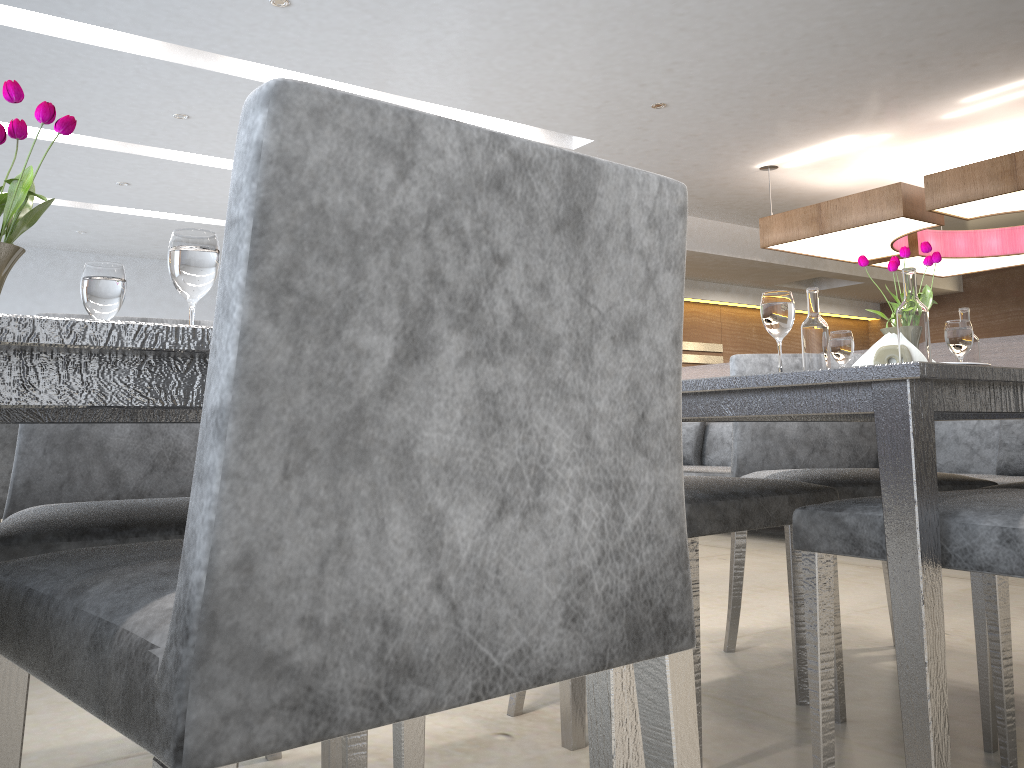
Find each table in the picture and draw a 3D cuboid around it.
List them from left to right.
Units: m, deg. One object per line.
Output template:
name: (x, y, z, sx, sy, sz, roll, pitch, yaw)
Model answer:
table: (-0.535, 0.293, 0.847, 1.186, 0.640, 0.772, 2, -6, -34)
table: (0.753, 0.325, 1.648, 1.186, 0.640, 0.772, 2, -6, -34)

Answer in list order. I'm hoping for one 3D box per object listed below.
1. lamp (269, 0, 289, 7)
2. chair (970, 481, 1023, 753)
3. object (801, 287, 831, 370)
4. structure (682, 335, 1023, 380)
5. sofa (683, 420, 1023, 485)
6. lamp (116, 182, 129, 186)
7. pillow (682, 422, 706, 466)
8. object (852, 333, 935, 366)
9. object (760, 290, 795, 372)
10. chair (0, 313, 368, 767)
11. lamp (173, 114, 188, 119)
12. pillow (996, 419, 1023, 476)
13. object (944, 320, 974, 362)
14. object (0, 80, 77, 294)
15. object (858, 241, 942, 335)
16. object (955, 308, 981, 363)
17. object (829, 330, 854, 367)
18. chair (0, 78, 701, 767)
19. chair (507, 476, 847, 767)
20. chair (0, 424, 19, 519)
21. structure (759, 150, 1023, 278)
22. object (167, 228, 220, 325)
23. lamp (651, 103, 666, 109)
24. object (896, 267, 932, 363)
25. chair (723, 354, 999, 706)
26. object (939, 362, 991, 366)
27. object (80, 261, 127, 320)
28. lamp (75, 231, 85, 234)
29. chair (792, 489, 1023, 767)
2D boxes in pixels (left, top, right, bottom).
lamp: (-1.050, -1.722, 3.989, 0.089, 0.007, 0.088, -1, -3, 11)
chair: (1.142, 0.252, 1.551, 0.475, 0.770, 0.489, 5, -8, -39)
object: (0.594, -0.089, 1.732, 0.052, 0.203, 0.051, -2, -7, 8)
structure: (2.011, 0.320, 5.107, 0.223, 1.017, 3.751, 5, -6, -34)
sofa: (1.586, 0.500, 4.784, 0.833, 0.634, 3.776, 3, -5, -35)
lamp: (-3.000, -1.540, 6.805, 0.089, 0.007, 0.088, -1, -3, 11)
pillow: (1.023, 0.389, 5.913, 0.181, 0.323, 0.634, 4, -6, -34)
object: (0.706, -0.046, 1.639, 0.202, 0.101, 0.069, -3, -6, 25)
object: (0.422, -0.076, 1.398, 0.053, 0.140, 0.053, -2, -7, 13)
chair: (-0.509, 0.255, 1.292, 0.476, 0.770, 0.488, 3, -7, -29)
lamp: (-2.022, -1.631, 5.393, 0.089, 0.007, 0.088, -1, -3, 11)
pillow: (2.445, 0.256, 3.859, 0.181, 0.323, 0.634, 4, -6, -35)
object: (0.909, -0.059, 1.791, 0.053, 0.140, 0.053, -2, -7, 13)
object: (-0.532, -0.164, 0.889, 0.154, 0.279, 0.103, 4, -9, -37)
object: (0.756, -0.132, 1.691, 0.154, 0.279, 0.103, 4, -9, -37)
object: (1.053, -0.076, 2.045, 0.052, 0.203, 0.051, -2, -7, 8)
object: (0.733, -0.047, 1.960, 0.053, 0.140, 0.053, -2, -7, 13)
chair: (-0.145, 0.220, 0.749, 0.475, 0.770, 0.489, 5, -8, -39)
chair: (0.314, 0.275, 1.790, 0.475, 0.770, 0.489, 5, -8, -39)
chair: (-1.160, 0.315, 2.215, 0.475, 0.770, 0.489, 5, -8, -39)
structure: (3.519, -1.347, 6.251, 2.441, 0.624, 2.428, 2, -4, -34)
object: (-0.341, -0.094, 0.943, 0.053, 0.140, 0.053, -2, -7, 13)
lamp: (0.878, -1.668, 5.302, 0.089, 0.007, 0.088, -1, -3, 11)
object: (0.694, -0.101, 1.529, 0.052, 0.203, 0.051, -2, -7, 8)
chair: (0.792, 0.287, 2.105, 0.477, 0.770, 0.488, 0, -6, -4)
object: (0.623, -0.017, 1.374, 0.216, 0.015, 0.216, -3, -4, 36)
object: (-0.516, -0.082, 1.113, 0.053, 0.140, 0.053, -2, -7, 13)
lamp: (-4.096, -1.437, 8.388, 0.089, 0.007, 0.088, -1, -3, 10)
chair: (0.740, 0.237, 1.208, 0.476, 0.770, 0.488, 3, -7, -29)
